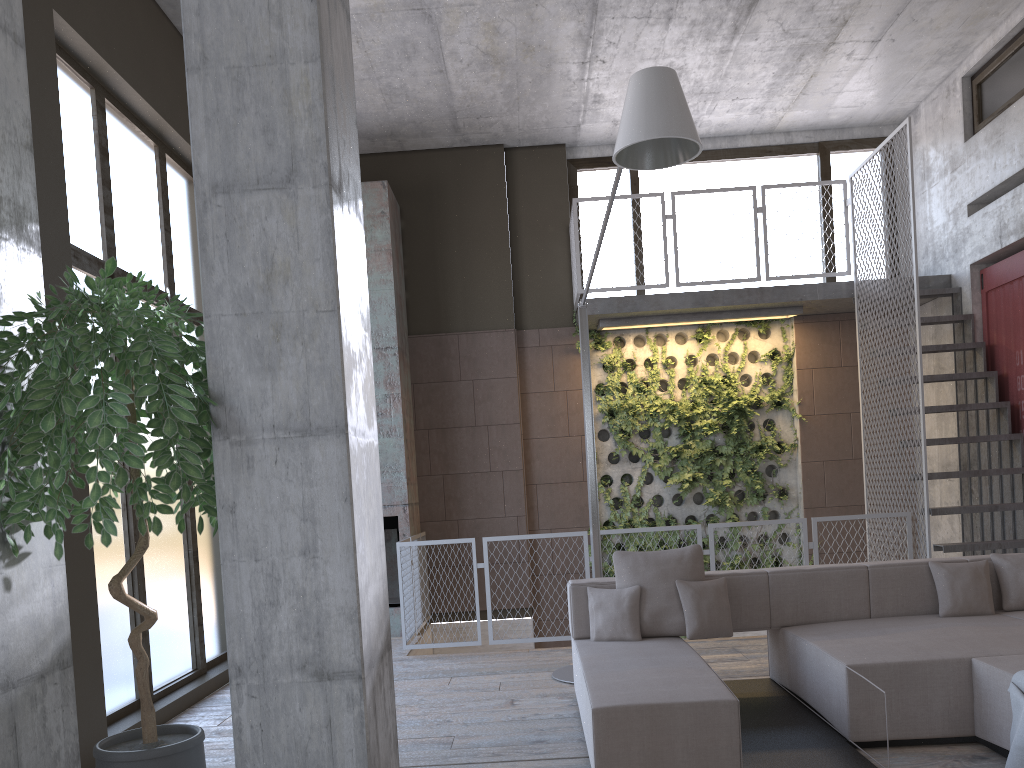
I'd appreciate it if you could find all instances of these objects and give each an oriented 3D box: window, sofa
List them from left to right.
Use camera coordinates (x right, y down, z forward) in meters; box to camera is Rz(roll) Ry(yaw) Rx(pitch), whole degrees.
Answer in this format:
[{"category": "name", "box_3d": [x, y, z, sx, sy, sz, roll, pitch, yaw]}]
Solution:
[{"category": "window", "box_3d": [-2.590, -0.076, 4.485, 0.209, 4.149, 9.260, -4, -5, -1]}, {"category": "window", "box_3d": [2.433, -1.702, 9.689, 3.566, 1.752, 0.109, -4, 2, 1]}, {"category": "sofa", "box_3d": [1.842, 1.408, 4.323, 2.997, 0.783, 3.029, -4, -6, 1]}, {"category": "window", "box_3d": [4.208, -3.065, 4.004, 0.113, 0.604, 8.488, -3, -7, 1]}]

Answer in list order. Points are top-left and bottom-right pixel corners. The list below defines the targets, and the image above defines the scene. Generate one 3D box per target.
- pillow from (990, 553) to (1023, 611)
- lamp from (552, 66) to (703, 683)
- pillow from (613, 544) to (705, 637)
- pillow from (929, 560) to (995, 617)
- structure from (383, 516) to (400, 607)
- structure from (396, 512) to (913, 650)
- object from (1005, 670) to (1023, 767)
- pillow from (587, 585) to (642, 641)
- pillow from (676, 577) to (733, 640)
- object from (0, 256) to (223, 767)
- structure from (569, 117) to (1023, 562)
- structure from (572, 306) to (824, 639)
[{"category": "pillow", "box_3d": [3.159, 1.199, 5.378, 0.362, 0.366, 0.187, -4, 0, 6]}, {"category": "lamp", "box_3d": [0.751, 0.312, 5.536, 0.755, 3.421, 2.639, -4, -1, -12]}, {"category": "pillow", "box_3d": [0.911, 1.279, 5.396, 0.564, 0.557, 0.221, -4, 1, 3]}, {"category": "pillow", "box_3d": [2.768, 1.259, 5.369, 0.370, 0.359, 0.187, -4, 0, 1]}, {"category": "structure", "box_3d": [-1.397, 1.814, 8.907, 0.576, 0.928, 0.056, -4, 2, 1]}, {"category": "structure", "box_3d": [1.251, 1.817, 8.525, 4.428, 0.933, 1.937, -4, -5, 1]}, {"category": "object", "box_3d": [2.452, 1.363, 3.137, 1.048, 0.501, 1.601, -5, -6, 19]}, {"category": "pillow", "box_3d": [0.625, 1.423, 5.376, 0.371, 0.376, 0.150, -5, -1, 34]}, {"category": "pillow", "box_3d": [1.173, 1.353, 5.289, 0.375, 0.372, 0.170, -2, 0, -25]}, {"category": "object", "box_3d": [-1.256, 0.535, 2.796, 0.996, 1.863, 0.972, -3, 0, -33]}, {"category": "structure", "box_3d": [2.562, 0.158, 8.360, 3.684, 4.314, 3.041, -4, -1, 1]}, {"category": "structure", "box_3d": [2.034, 0.899, 9.510, 2.628, 3.821, 1.003, -4, 1, 1]}]
